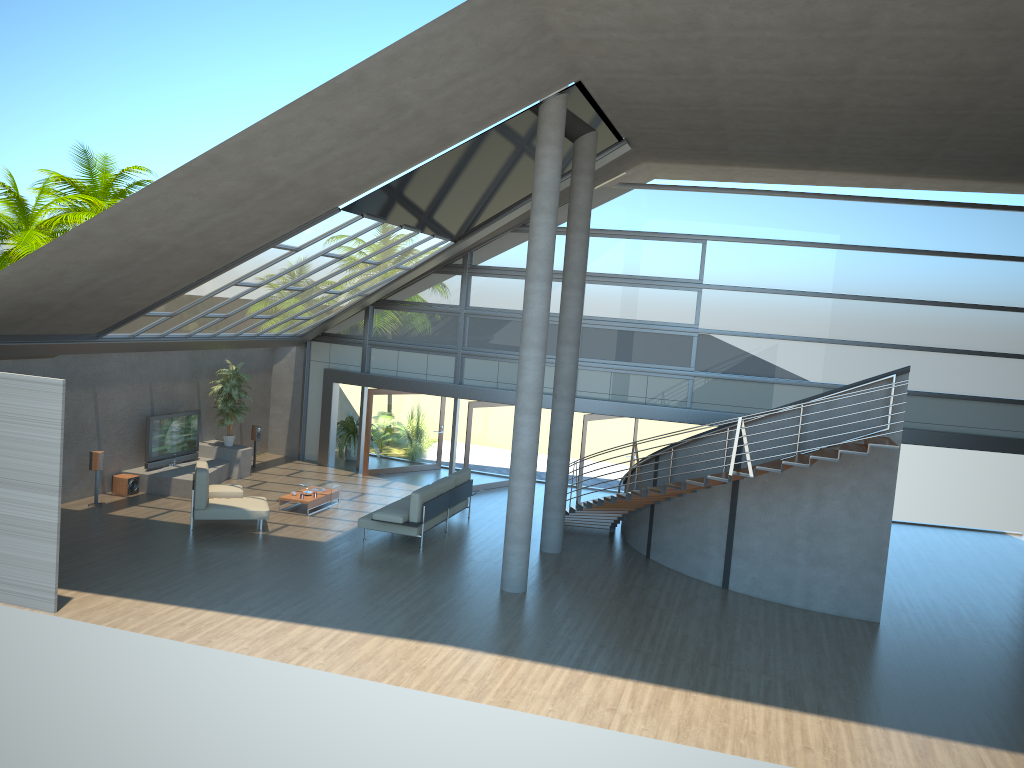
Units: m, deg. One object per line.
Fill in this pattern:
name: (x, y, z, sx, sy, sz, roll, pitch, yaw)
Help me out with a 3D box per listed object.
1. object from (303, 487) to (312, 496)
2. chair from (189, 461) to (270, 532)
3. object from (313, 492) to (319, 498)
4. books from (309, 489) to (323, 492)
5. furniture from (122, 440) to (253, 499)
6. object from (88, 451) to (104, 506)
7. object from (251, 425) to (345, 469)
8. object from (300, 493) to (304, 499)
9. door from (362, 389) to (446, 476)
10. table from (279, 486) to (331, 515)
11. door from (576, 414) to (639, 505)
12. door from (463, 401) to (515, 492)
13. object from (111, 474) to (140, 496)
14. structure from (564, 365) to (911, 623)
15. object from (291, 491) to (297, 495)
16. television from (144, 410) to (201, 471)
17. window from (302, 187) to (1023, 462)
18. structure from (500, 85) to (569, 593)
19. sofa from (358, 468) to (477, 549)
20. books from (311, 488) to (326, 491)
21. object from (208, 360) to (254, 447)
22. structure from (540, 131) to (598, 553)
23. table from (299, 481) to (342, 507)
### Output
object: (-3.795, 1.987, 16.469, 0.178, 0.161, 0.178, 1, 6, -33)
chair: (-4.743, 1.865, 14.929, 1.244, 1.023, 1.217, 3, 5, -19)
object: (-3.621, 2.040, 16.355, 0.070, 0.101, 0.085, 9, 7, 43)
books: (-3.731, 2.029, 16.956, 0.275, 0.005, 0.189, 4, 5, -4)
furniture: (-6.253, 1.694, 18.013, 1.577, 0.610, 2.936, 6, 5, 15)
object: (-7.241, 1.647, 15.436, 0.234, 0.959, 0.171, 3, 5, -19)
object: (-7.973, 1.396, 17.891, 7.863, 0.982, 21.345, 6, 5, 19)
object: (-3.832, 2.040, 16.156, 0.085, 0.101, 0.070, 6, 5, 14)
door: (-2.469, 1.082, 20.640, 0.200, 1.977, 2.298, 9, 7, 44)
table: (-3.794, 2.179, 16.644, 0.600, 0.250, 1.200, 6, 5, 15)
door: (2.074, 1.582, 19.009, 0.200, 1.977, 2.298, 8, 6, 36)
door: (-0.264, 1.336, 19.716, 0.200, 1.977, 2.298, 8, 6, 39)
object: (-7.227, 1.872, 16.543, 0.425, 0.323, 0.362, 6, 5, 15)
structure: (2.806, 1.232, 13.875, 2.349, 3.653, 6.809, 1, 6, -36)
object: (-4.027, 2.012, 16.394, 0.102, 0.086, 0.100, 6, 5, 19)
television: (-6.729, 1.104, 17.633, 0.396, 1.063, 1.568, 6, 5, 15)
window: (3.065, -0.645, 18.636, 16.616, 6.630, 1.098, 6, 5, 14)
structure: (0.305, -0.604, 12.432, 0.381, 7.125, 0.382, 6, 5, 15)
sofa: (-1.637, 2.096, 15.739, 1.166, 0.947, 3.079, 6, 5, 15)
books: (-3.700, 2.024, 17.000, 0.275, 0.005, 0.189, 4, 5, -1)
object: (-5.988, 0.400, 18.868, 0.932, 1.857, 0.895, 2, 5, -26)
structure: (0.939, -0.739, 14.665, 0.381, 7.125, 0.382, 2, 6, -31)
table: (-3.681, 2.102, 17.024, 0.680, 0.342, 0.400, 6, 5, 15)
